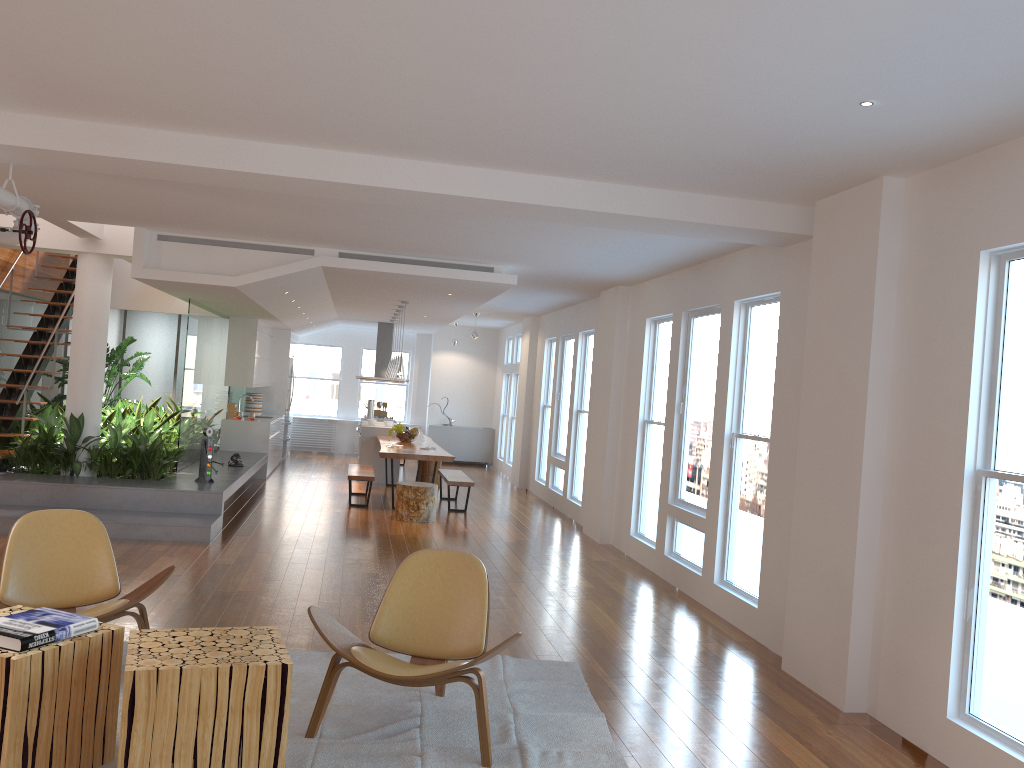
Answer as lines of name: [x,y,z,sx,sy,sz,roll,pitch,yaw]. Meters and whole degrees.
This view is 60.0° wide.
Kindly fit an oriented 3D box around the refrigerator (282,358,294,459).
refrigerator: [-4.229,0.406,15.567,0.725,1.772,0.908,4,0,-10]

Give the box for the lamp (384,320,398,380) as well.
lamp: [-1.971,-0.590,14.519,0.160,1.060,0.160,4,0,17]

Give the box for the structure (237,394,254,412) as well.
structure: [-4.153,0.423,13.807,0.248,0.536,0.115,4,0,-10]

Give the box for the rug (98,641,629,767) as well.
rug: [-1.201,1.451,3.228,3.525,0.057,3.478,4,0,-6]

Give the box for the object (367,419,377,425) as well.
object: [-2.152,0.589,13.608,0.152,0.082,0.152,4,0,29]

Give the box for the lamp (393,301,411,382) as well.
lamp: [-1.348,-0.563,10.957,0.160,1.060,0.160,4,0,17]

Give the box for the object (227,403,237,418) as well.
object: [-4.125,0.391,13.056,0.104,0.222,0.200,4,0,-10]

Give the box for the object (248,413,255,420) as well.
object: [-3.757,0.471,12.798,0.094,0.106,0.094,4,0,-4]

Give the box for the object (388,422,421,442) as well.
object: [-1.481,0.666,12.261,0.292,0.284,0.394,4,0,44]

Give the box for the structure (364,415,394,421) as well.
structure: [-2.326,0.592,15.481,0.520,0.073,0.650,4,0,-10]

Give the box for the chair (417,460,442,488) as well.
chair: [-1.238,1.307,13.195,0.396,0.455,0.402,4,0,-20]

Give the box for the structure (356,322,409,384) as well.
structure: [-2.219,-0.735,15.462,0.909,1.405,0.900,4,0,-10]

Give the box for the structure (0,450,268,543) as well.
structure: [-4.634,1.080,10.264,3.088,0.386,5.584,4,0,-10]

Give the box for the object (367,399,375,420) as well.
object: [-2.377,0.443,15.006,0.120,0.356,0.172,4,0,38]

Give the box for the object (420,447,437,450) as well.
object: [-1.067,0.818,11.282,0.222,0.020,0.222,4,0,-18]

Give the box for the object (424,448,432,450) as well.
object: [-1.036,0.819,11.180,0.158,0.017,0.019,4,0,-15]

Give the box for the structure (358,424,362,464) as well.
structure: [-2.395,0.962,14.027,0.072,0.648,0.644,4,0,-10]

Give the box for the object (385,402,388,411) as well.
object: [-2.276,0.475,15.952,0.057,0.294,0.030,4,0,-10]

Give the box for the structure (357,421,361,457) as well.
structure: [-2.398,1.013,15.460,0.649,0.735,0.890,4,0,-10]

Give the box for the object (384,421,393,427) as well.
object: [-1.886,0.609,13.529,0.152,0.082,0.152,4,0,41]

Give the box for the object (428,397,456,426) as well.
object: [-1.352,0.528,17.364,0.590,0.563,0.210,5,0,-39]

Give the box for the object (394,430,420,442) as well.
object: [-1.459,0.731,12.251,0.360,0.159,0.360,4,0,44]

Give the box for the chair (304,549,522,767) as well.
chair: [-0.361,1.183,3.889,0.856,0.752,0.867,4,0,40]

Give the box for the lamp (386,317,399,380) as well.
lamp: [-1.846,-0.584,13.806,0.160,1.060,0.160,4,0,17]

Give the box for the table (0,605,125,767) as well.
table: [-1.855,1.177,3.286,0.548,0.534,0.489,4,0,20]

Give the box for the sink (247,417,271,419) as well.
sink: [-3.971,0.634,13.812,0.449,0.192,0.666,4,0,-10]

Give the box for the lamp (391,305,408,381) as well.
lamp: [-1.473,-0.568,11.670,0.160,1.060,0.160,4,0,17]

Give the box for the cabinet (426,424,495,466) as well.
cabinet: [-1.030,1.199,17.470,1.309,0.725,0.420,4,0,-10]

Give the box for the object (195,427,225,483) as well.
object: [-3.038,0.721,8.976,0.318,0.565,0.134,4,0,26]

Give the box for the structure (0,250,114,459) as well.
structure: [-4.799,-1.021,10.891,2.552,4.265,4.591,4,0,-10]

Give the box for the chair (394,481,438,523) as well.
chair: [-1.076,1.323,9.960,0.460,0.400,0.460,4,0,0]

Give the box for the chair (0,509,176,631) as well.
chair: [-2.106,1.054,4.312,0.856,0.752,0.867,4,0,-5]

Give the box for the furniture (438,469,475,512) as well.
furniture: [-0.744,1.365,11.377,0.316,0.389,1.433,4,0,-10]

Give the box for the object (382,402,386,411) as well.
object: [-2.309,0.473,15.928,0.068,0.298,0.039,4,0,-10]

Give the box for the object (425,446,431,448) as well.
object: [-1.067,0.812,11.282,0.079,0.030,0.070,4,0,33]

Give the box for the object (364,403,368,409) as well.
object: [-2.562,0.470,15.899,0.199,0.259,0.016,4,0,1]

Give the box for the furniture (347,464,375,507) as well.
furniture: [-1.916,1.276,11.172,0.316,0.389,1.433,4,0,-10]

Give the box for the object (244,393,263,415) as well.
object: [-4.185,0.328,14.364,0.267,0.356,0.266,4,0,16]

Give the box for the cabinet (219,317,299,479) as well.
cabinet: [-4.139,0.193,14.828,0.676,2.280,4.565,4,0,-10]

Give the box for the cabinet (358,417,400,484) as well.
cabinet: [-2.203,1.048,14.572,0.597,0.832,2.936,4,0,-10]

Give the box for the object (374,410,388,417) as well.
object: [-2.413,0.543,15.918,0.353,0.157,0.084,4,0,-10]

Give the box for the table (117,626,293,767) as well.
table: [-1.137,1.231,3.262,0.548,0.534,0.489,4,0,-21]

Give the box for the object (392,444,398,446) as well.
object: [-1.489,0.780,11.257,0.079,0.030,0.070,4,0,43]

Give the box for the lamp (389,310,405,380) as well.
lamp: [-1.597,-0.573,12.382,0.160,1.060,0.160,4,0,17]

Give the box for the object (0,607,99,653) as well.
object: [-1.748,0.893,3.238,0.279,0.048,0.334,4,0,21]

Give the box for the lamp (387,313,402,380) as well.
lamp: [-1.722,-0.579,13.094,0.160,1.060,0.160,4,0,17]

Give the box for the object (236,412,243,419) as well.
object: [-3.943,0.457,12.813,0.094,0.106,0.094,4,0,-4]

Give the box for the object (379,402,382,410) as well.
object: [-2.371,0.467,15.915,0.057,0.299,0.019,4,0,-10]

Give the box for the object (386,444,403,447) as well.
object: [-1.490,0.787,11.257,0.222,0.020,0.222,4,0,31]

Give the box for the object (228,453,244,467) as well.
object: [-3.333,0.910,10.668,0.181,0.155,0.216,4,0,45]

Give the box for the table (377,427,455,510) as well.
table: [-1.639,1.147,13.254,0.893,0.704,5.996,4,0,-10]

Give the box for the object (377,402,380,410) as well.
object: [-2.408,0.464,15.928,0.061,0.299,0.040,4,0,-12]
